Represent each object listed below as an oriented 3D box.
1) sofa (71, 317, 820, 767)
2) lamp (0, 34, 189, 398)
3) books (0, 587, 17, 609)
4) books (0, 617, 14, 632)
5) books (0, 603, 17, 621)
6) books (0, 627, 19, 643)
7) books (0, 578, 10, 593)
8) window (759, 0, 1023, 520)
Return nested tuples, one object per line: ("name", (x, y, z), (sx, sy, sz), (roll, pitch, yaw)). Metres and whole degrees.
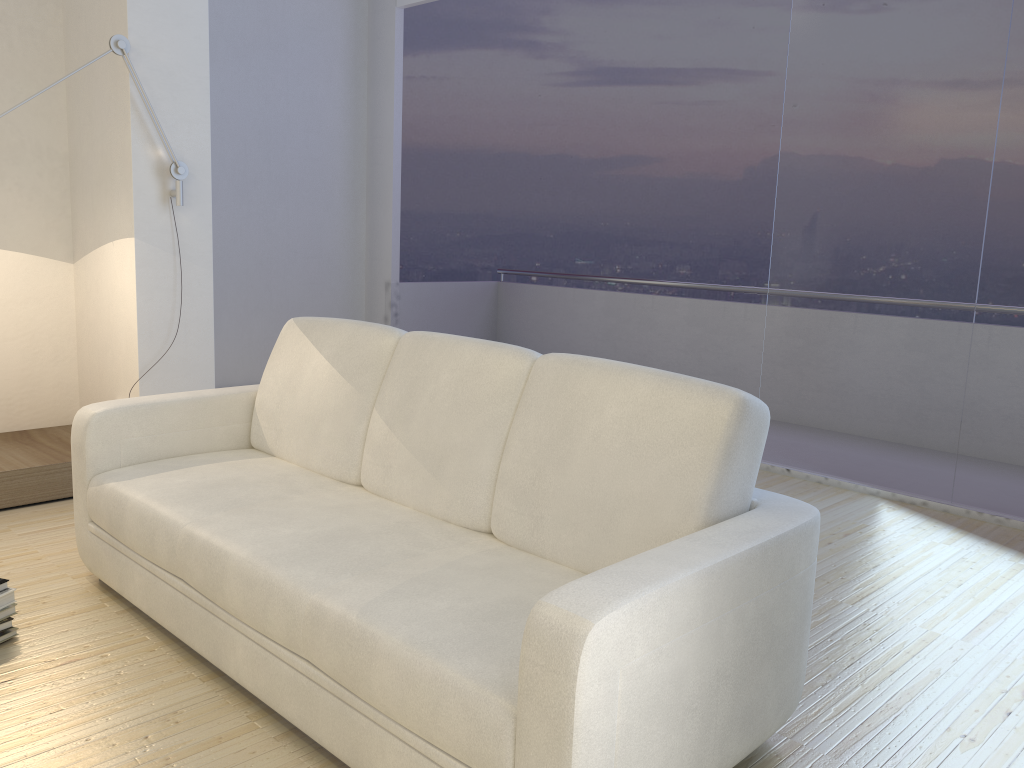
("sofa", (-0.349, 0.311, 2.455), (2.166, 0.862, 0.941), (11, 13, 44))
("lamp", (-1.755, -0.471, 3.581), (0.204, 1.841, 0.891), (10, 12, 39))
("books", (-1.564, 0.593, 2.393), (0.319, 0.038, 0.247), (5, 10, 15))
("books", (-1.550, 0.654, 2.394), (0.287, 0.025, 0.247), (7, 11, 28))
("books", (-1.566, 0.625, 2.398), (0.328, 0.027, 0.247), (6, 10, 19))
("books", (-1.568, 0.691, 2.409), (0.328, 0.018, 0.247), (6, 10, 19))
("books", (-1.569, 0.561, 2.390), (0.287, 0.025, 0.247), (5, 10, 18))
("window", (2.393, -0.724, 3.448), (2.988, 2.706, 0.012), (11, 13, 44))
